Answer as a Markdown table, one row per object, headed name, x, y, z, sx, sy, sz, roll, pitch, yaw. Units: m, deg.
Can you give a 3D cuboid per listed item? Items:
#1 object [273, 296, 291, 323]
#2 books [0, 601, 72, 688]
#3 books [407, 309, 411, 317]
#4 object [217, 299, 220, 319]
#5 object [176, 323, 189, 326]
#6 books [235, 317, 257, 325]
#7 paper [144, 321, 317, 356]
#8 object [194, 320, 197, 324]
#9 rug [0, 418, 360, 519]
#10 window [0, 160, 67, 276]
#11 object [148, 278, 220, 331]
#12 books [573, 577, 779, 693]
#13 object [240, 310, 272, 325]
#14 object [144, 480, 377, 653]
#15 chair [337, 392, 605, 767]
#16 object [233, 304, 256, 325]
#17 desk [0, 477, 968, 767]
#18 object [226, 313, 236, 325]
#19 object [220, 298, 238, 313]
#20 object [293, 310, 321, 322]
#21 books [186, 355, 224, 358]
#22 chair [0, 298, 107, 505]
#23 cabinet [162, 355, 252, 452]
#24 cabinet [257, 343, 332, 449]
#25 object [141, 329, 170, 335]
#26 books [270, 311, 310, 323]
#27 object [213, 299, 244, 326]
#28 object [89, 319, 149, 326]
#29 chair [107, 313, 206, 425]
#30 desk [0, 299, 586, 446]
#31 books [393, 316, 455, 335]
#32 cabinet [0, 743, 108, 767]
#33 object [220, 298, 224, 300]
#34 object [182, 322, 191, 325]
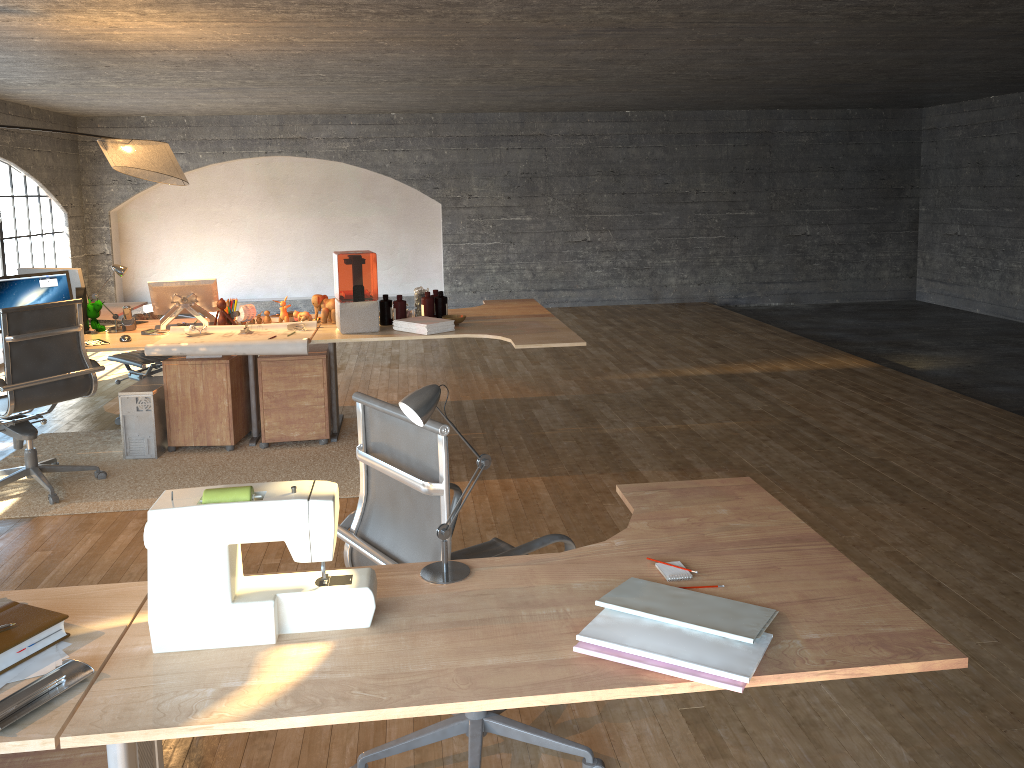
| name | x | y | z | sx | sy | sz | roll | pitch | yaw |
| --- | --- | --- | --- | --- | --- | --- | --- | --- | --- |
| object | -1.401 | -0.447 | 5.402 | 0.084 | 0.186 | 0.095 | 1 | 9 | 17 |
| books | -0.919 | 0.463 | 1.520 | 0.261 | 0.053 | 0.294 | 7 | 15 | 33 |
| books | -0.827 | -0.459 | 5.732 | 0.317 | 0.044 | 0.312 | -2 | 12 | -2 |
| object | -1.909 | -0.489 | 5.772 | 0.046 | 0.129 | 0.046 | -3 | 8 | -12 |
| object | -2.058 | -0.369 | 5.486 | 0.107 | 0.024 | 0.098 | 0 | 12 | 7 |
| books | -1.740 | -0.411 | 5.672 | 0.215 | 0.012 | 0.334 | -6 | 13 | -20 |
| paper | -1.567 | -0.250 | 5.019 | 0.851 | 0.112 | 0.591 | -3 | 12 | -6 |
| object | -2.031 | -0.401 | 5.669 | 0.008 | 0.007 | 0.149 | -4 | 13 | -13 |
| rug | -1.916 | 0.450 | 5.160 | 2.201 | 0.005 | 1.625 | -3 | 12 | -7 |
| window | -4.070 | -0.389 | 4.070 | 3.932 | 1.826 | 12.375 | -7 | 14 | -27 |
| object | -2.025 | -0.504 | 5.467 | 0.396 | 0.296 | 0.290 | -4 | 10 | -15 |
| books | 0.304 | 0.428 | 1.584 | 0.308 | 0.044 | 0.322 | 5 | 14 | 28 |
| object | -1.594 | -0.429 | 5.496 | 0.216 | 0.118 | 0.075 | 1 | 9 | 12 |
| object | -0.457 | 0.313 | 1.627 | 0.403 | 0.281 | 0.138 | -2 | 8 | -7 |
| chair | -0.126 | 0.518 | 2.375 | 0.689 | 1.002 | 0.658 | -8 | 11 | -37 |
| object | -1.639 | -0.421 | 5.428 | 0.099 | 0.134 | 0.156 | 4 | 11 | 28 |
| desk | -1.042 | 0.737 | 2.105 | 3.509 | 0.729 | 1.660 | -2 | 12 | -6 |
| object | -1.748 | -0.402 | 5.466 | 0.077 | 0.081 | 0.078 | 1 | 10 | 12 |
| object | -1.745 | -0.448 | 5.459 | 0.101 | 0.174 | 0.106 | -4 | 9 | -20 |
| object | -1.296 | -0.420 | 5.516 | 0.144 | 0.080 | 0.183 | 4 | 12 | 23 |
| books | -1.868 | -0.242 | 5.457 | 0.220 | 0.108 | 0.314 | -2 | 12 | -5 |
| chair | -2.578 | 0.075 | 4.626 | 0.686 | 1.002 | 0.660 | 3 | 10 | 27 |
| cabinet | -1.878 | 0.091 | 5.501 | 0.425 | 0.565 | 0.480 | -1 | 9 | 1 |
| cabinet | -1.361 | 0.072 | 5.540 | 0.427 | 0.565 | 0.432 | -3 | 9 | -9 |
| object | -2.099 | -0.307 | 5.211 | 0.138 | 0.022 | 0.110 | 2 | 12 | 13 |
| books | -1.416 | -0.425 | 5.614 | 0.261 | 0.053 | 0.294 | 7 | 15 | 33 |
| object | -1.755 | -0.429 | 5.381 | 0.225 | 0.175 | 0.095 | 3 | 9 | 21 |
| object | -2.610 | -0.396 | 5.694 | 0.490 | 0.011 | 0.190 | 3 | 13 | 18 |
| chair | -2.343 | -0.142 | 5.950 | 0.656 | 0.848 | 0.691 | 6 | 12 | 39 |
| desk | -1.440 | 0.017 | 5.422 | 3.470 | 0.728 | 3.309 | -3 | 12 | -7 |
| books | -0.513 | -0.342 | 5.119 | 0.311 | 0.057 | 0.223 | 10 | 17 | 43 |
| cabinet | -0.864 | 0.960 | 1.446 | 0.425 | 0.565 | 0.432 | -3 | 9 | -9 |
| object | -1.806 | -0.476 | 5.606 | 0.106 | 0.142 | 0.105 | -7 | 11 | -32 |
| object | -2.061 | -0.384 | 5.588 | 0.012 | 0.009 | 0.126 | -11 | 16 | -43 |
